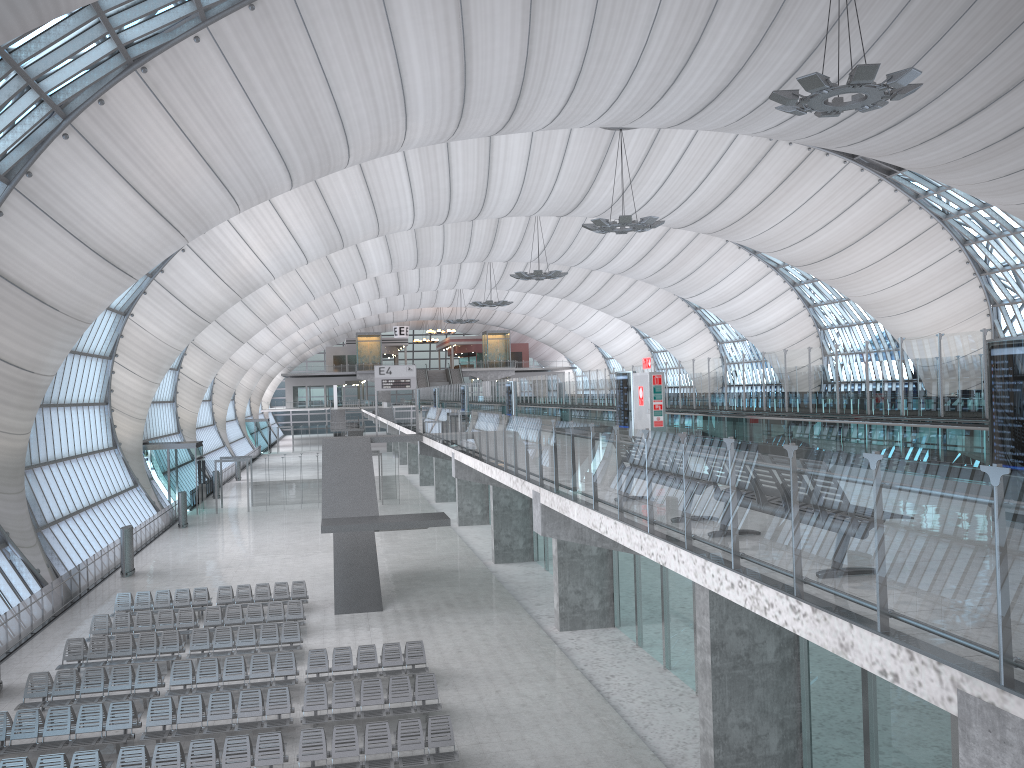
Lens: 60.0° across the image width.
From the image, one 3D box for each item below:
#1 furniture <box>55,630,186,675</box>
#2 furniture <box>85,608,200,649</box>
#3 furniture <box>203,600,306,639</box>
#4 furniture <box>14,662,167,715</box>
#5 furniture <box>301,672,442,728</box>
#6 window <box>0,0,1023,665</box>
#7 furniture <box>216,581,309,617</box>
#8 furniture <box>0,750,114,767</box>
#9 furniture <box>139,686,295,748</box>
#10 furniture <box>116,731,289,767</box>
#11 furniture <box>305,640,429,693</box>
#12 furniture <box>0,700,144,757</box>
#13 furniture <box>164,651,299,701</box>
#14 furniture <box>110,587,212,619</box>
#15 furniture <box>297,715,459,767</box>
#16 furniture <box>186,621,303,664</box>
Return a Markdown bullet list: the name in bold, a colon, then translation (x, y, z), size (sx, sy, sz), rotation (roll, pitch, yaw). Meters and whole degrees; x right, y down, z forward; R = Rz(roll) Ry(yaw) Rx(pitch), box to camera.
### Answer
- **furniture**: translation (-9.353, 6.498, 21.365), size (2.705, 0.913, 1.572), rotation (-2, -1, -11)
- **furniture**: translation (-9.815, 6.531, 23.668), size (2.705, 0.913, 1.572), rotation (-2, -1, -11)
- **furniture**: translation (-7.026, 6.457, 24.229), size (2.705, 0.913, 1.572), rotation (-2, -1, -11)
- **furniture**: translation (-8.827, 6.460, 18.747), size (2.705, 0.913, 1.572), rotation (-2, -1, -11)
- **furniture**: translation (-2.777, 6.278, 17.515), size (2.705, 0.913, 1.572), rotation (-2, -1, -11)
- **window**: translation (-1.724, -2.635, 79.231), size (50.537, 20.004, 167.818), rotation (-2, -1, -11)
- **furniture**: translation (-7.546, 6.494, 26.818), size (2.705, 0.913, 1.572), rotation (-2, -1, -11)
- **furniture**: translation (-7.882, 6.393, 14.039), size (2.705, 0.913, 1.572), rotation (-2, -1, -11)
- **furniture**: translation (-5.566, 6.352, 16.954), size (2.705, 0.913, 1.572), rotation (-2, -1, -11)
- **furniture**: translation (-5.093, 6.318, 14.600), size (2.705, 0.913, 1.572), rotation (-2, -1, -11)
- **furniture**: translation (-3.250, 6.312, 19.869), size (2.705, 0.913, 1.572), rotation (-2, -1, -11)
- **furniture**: translation (-8.354, 6.426, 16.393), size (2.705, 0.913, 1.572), rotation (-2, -1, -11)
- **furniture**: translation (-6.038, 6.386, 19.308), size (2.705, 0.913, 1.572), rotation (-2, -1, -11)
- **furniture**: translation (-10.335, 6.569, 26.257), size (2.705, 0.913, 1.572), rotation (-2, -1, -11)
- **furniture**: translation (-2.304, 6.244, 15.161), size (2.705, 0.913, 1.572), rotation (-2, -1, -11)
- **furniture**: translation (-6.564, 6.424, 21.926), size (2.705, 0.913, 1.572), rotation (-2, -1, -11)
